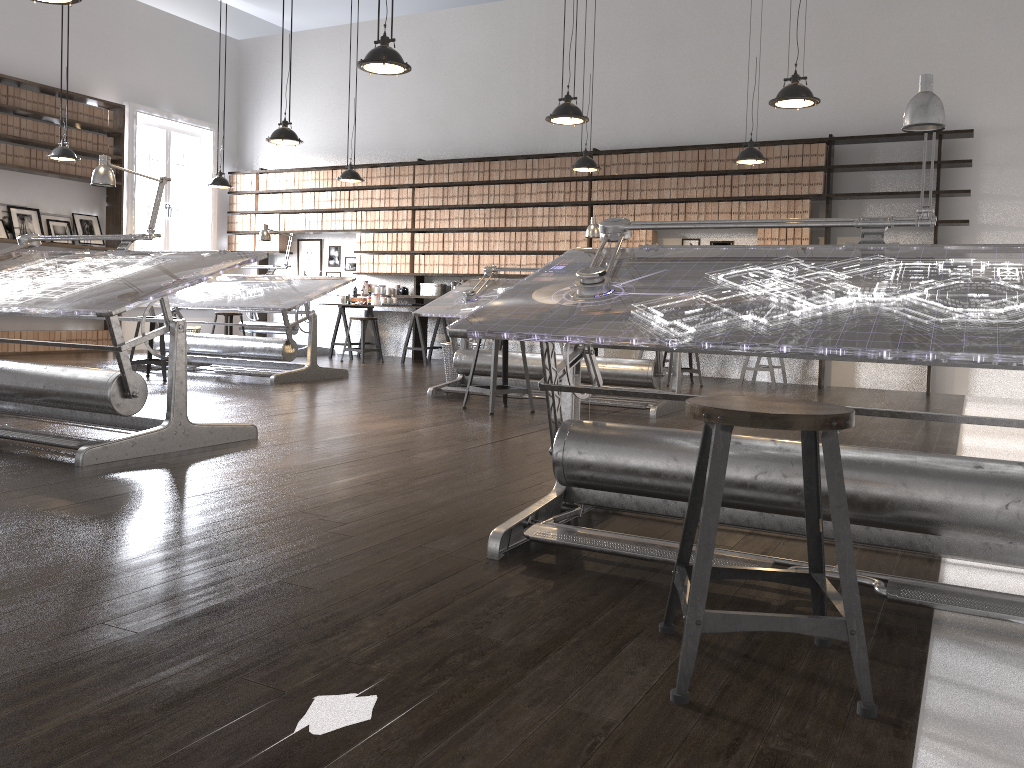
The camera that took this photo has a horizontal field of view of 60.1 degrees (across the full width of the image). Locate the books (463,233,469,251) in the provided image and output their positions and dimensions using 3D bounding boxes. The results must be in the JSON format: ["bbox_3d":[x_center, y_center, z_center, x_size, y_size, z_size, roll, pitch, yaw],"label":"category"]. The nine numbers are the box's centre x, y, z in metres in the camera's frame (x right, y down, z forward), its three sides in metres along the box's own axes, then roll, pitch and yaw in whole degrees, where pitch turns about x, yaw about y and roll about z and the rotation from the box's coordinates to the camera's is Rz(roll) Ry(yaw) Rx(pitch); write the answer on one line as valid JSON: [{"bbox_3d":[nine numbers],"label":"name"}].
[{"bbox_3d":[-0.507,-1.693,10.612,0.067,0.225,0.175,3,3,28],"label":"books"}]

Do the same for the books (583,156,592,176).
[{"bbox_3d":[0.854,-2.417,9.888,0.067,0.225,0.174,3,3,28],"label":"books"}]

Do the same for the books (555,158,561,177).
[{"bbox_3d":[0.555,-2.440,10.046,0.067,0.225,0.175,3,3,27],"label":"books"}]

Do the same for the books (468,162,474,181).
[{"bbox_3d":[-0.448,-2.518,10.573,0.067,0.225,0.174,3,3,28],"label":"books"}]

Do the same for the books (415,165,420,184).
[{"bbox_3d":[-1.120,-2.570,10.922,0.067,0.225,0.175,3,3,27],"label":"books"}]

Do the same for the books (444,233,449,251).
[{"bbox_3d":[-0.752,-1.712,10.747,0.067,0.225,0.175,3,3,28],"label":"books"}]

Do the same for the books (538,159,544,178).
[{"bbox_3d":[0.368,-2.455,10.147,0.067,0.225,0.174,3,3,27],"label":"books"}]

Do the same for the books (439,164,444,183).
[{"bbox_3d":[-0.812,-2.546,10.762,0.067,0.225,0.175,3,3,28],"label":"books"}]

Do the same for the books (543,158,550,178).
[{"bbox_3d":[0.429,-2.450,10.114,0.067,0.225,0.175,3,3,27],"label":"books"}]

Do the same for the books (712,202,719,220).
[{"bbox_3d":[2.138,-1.773,9.230,0.067,0.225,0.175,3,3,28],"label":"books"}]

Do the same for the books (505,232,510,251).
[{"bbox_3d":[-0.014,-1.655,10.354,0.067,0.225,0.175,3,3,27],"label":"books"}]

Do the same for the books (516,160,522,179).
[{"bbox_3d":[0.121,-2.474,10.273,0.067,0.225,0.175,3,3,28],"label":"books"}]

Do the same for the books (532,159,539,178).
[{"bbox_3d":[0.305,-2.460,10.176,0.067,0.225,0.174,3,3,28],"label":"books"}]

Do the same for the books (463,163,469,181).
[{"bbox_3d":[-0.511,-2.523,10.605,0.067,0.225,0.175,3,3,28],"label":"books"}]

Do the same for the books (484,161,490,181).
[{"bbox_3d":[-0.258,-2.503,10.468,0.067,0.225,0.175,3,3,28],"label":"books"}]

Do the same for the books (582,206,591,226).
[{"bbox_3d":[0.854,-1.866,9.902,0.067,0.225,0.175,3,3,28],"label":"books"}]

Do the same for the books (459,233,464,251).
[{"bbox_3d":[-0.564,-1.698,10.648,0.067,0.225,0.175,3,3,27],"label":"books"}]

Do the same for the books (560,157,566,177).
[{"bbox_3d":[0.611,-2.436,10.018,0.067,0.225,0.175,3,3,27],"label":"books"}]

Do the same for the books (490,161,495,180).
[{"bbox_3d":[-0.190,-2.498,10.439,0.067,0.225,0.175,3,3,27],"label":"books"}]

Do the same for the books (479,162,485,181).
[{"bbox_3d":[-0.322,-2.508,10.508,0.067,0.225,0.175,3,3,27],"label":"books"}]

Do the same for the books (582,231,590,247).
[{"bbox_3d":[0.845,-1.589,9.906,0.067,0.225,0.175,3,3,28],"label":"books"}]

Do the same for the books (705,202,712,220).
[{"bbox_3d":[2.077,-1.778,9.264,0.067,0.225,0.174,3,3,28],"label":"books"}]

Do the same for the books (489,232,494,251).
[{"bbox_3d":[-0.201,-1.670,10.460,0.067,0.225,0.174,3,3,27],"label":"books"}]

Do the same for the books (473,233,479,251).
[{"bbox_3d":[-0.391,-1.684,10.554,0.067,0.225,0.175,3,3,27],"label":"books"}]

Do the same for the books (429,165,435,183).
[{"bbox_3d":[-0.936,-2.555,10.825,0.067,0.225,0.174,3,3,27],"label":"books"}]

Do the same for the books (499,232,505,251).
[{"bbox_3d":[-0.078,-1.660,10.387,0.067,0.225,0.175,3,3,28],"label":"books"}]

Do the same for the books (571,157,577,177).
[{"bbox_3d":[0.731,-2.427,9.957,0.067,0.225,0.175,3,3,27],"label":"books"}]

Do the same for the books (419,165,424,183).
[{"bbox_3d":[-1.066,-2.565,10.889,0.067,0.225,0.175,3,3,28],"label":"books"}]

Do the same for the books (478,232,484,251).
[{"bbox_3d":[-0.328,-1.679,10.519,0.067,0.225,0.175,3,3,28],"label":"books"}]

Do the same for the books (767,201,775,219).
[{"bbox_3d":[2.638,-1.734,8.967,0.067,0.225,0.175,3,3,27],"label":"books"}]

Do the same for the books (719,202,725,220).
[{"bbox_3d":[2.204,-1.768,9.195,0.067,0.225,0.175,3,3,28],"label":"books"}]

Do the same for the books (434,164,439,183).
[{"bbox_3d":[-0.873,-2.551,10.796,0.067,0.225,0.174,3,3,28],"label":"books"}]

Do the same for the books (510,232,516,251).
[{"bbox_3d":[0.044,-1.651,10.328,0.067,0.225,0.175,3,3,28],"label":"books"}]

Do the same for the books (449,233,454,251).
[{"bbox_3d":[-0.692,-1.707,10.710,0.067,0.225,0.174,3,3,28],"label":"books"}]

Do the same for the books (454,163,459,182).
[{"bbox_3d":[-0.630,-2.532,10.666,0.067,0.225,0.175,3,3,28],"label":"books"}]

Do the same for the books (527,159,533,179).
[{"bbox_3d":[0.239,-2.464,10.207,0.067,0.225,0.175,3,3,28],"label":"books"}]

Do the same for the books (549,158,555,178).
[{"bbox_3d":[0.490,-2.445,10.078,0.067,0.225,0.175,3,3,28],"label":"books"}]

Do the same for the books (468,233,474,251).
[{"bbox_3d":[-0.446,-1.689,10.585,0.067,0.225,0.175,3,3,27],"label":"books"}]

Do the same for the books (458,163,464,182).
[{"bbox_3d":[-0.573,-2.527,10.631,0.067,0.225,0.175,3,3,27],"label":"books"}]

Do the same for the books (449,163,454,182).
[{"bbox_3d":[-0.687,-2.536,10.694,0.067,0.225,0.175,3,3,28],"label":"books"}]

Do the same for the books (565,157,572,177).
[{"bbox_3d":[0.668,-2.431,9.983,0.067,0.225,0.175,3,3,28],"label":"books"}]

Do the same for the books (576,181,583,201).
[{"bbox_3d":[0.790,-2.145,9.932,0.067,0.225,0.175,3,3,27],"label":"books"}]

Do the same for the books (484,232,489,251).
[{"bbox_3d":[-0.264,-1.675,10.490,0.067,0.225,0.175,3,3,27],"label":"books"}]

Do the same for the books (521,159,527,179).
[{"bbox_3d":[0.175,-2.469,10.240,0.067,0.225,0.175,3,3,27],"label":"books"}]

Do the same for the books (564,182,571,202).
[{"bbox_3d":[0.658,-2.156,10.001,0.067,0.225,0.175,3,3,27],"label":"books"}]

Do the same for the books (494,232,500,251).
[{"bbox_3d":[-0.141,-1.665,10.424,0.067,0.225,0.174,3,3,28],"label":"books"}]

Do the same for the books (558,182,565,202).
[{"bbox_3d":[0.593,-2.160,10.029,0.067,0.225,0.174,3,3,27],"label":"books"}]

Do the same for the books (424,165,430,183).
[{"bbox_3d":[-1.002,-2.560,10.855,0.067,0.225,0.175,3,3,27],"label":"books"}]

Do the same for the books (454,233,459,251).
[{"bbox_3d":[-0.627,-1.703,10.681,0.067,0.225,0.174,3,3,27],"label":"books"}]

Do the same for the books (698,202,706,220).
[{"bbox_3d":[2.014,-1.782,9.293,0.067,0.225,0.174,3,3,27],"label":"books"}]

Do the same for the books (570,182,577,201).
[{"bbox_3d":[0.722,-2.150,9.961,0.067,0.225,0.175,3,3,28],"label":"books"}]

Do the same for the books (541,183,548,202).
[{"bbox_3d":[0.407,-2.174,10.124,0.067,0.225,0.175,3,3,27],"label":"books"}]

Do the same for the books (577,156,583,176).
[{"bbox_3d":[0.793,-2.422,9.924,0.067,0.225,0.174,3,3,27],"label":"books"}]

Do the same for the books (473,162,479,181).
[{"bbox_3d":[-0.387,-2.513,10.536,0.067,0.225,0.174,3,3,27],"label":"books"}]

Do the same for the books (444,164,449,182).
[{"bbox_3d":[-0.752,-2.541,10.726,0.067,0.225,0.175,3,3,27],"label":"books"}]
